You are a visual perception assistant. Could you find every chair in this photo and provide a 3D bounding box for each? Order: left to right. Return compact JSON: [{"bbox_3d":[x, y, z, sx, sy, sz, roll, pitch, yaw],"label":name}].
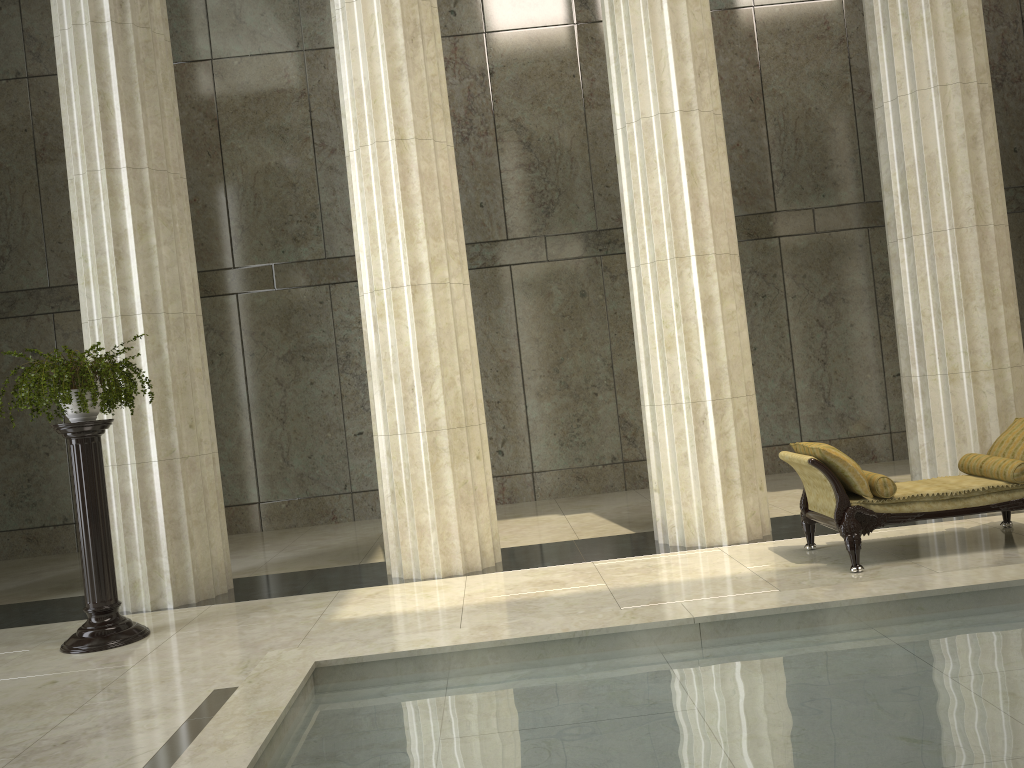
[{"bbox_3d":[3.325,0.830,7.041,2.172,0.950,0.993,-6,0,-2],"label":"chair"}]

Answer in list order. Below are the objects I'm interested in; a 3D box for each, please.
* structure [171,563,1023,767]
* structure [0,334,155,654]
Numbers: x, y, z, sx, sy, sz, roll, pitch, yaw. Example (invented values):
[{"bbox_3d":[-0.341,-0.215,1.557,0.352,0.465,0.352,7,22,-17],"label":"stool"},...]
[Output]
[{"bbox_3d":[4.479,1.098,3.208,11.573,0.508,3.754,-6,0,-2],"label":"structure"},{"bbox_3d":[-3.313,0.828,6.972,1.159,2.386,1.053,-6,0,28],"label":"structure"}]
